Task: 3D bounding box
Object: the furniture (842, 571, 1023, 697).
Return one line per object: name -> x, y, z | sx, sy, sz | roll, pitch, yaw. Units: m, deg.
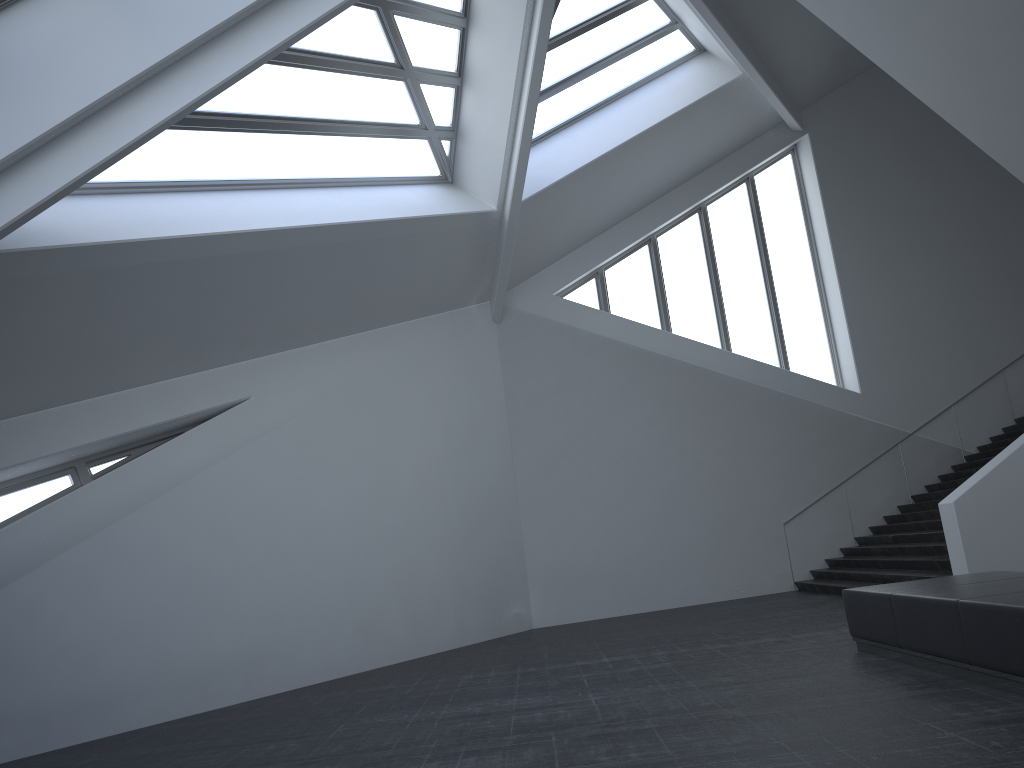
furniture -> 3.868, 1.595, 5.593 | 1.488, 0.580, 5.742 | -7, -11, -1
